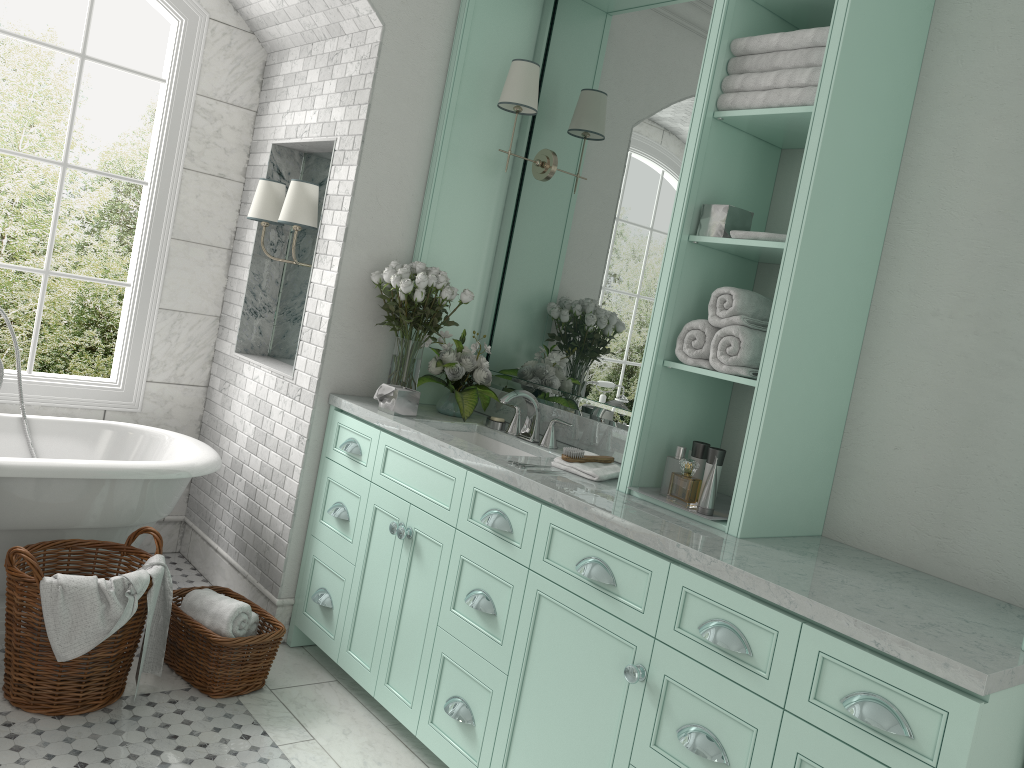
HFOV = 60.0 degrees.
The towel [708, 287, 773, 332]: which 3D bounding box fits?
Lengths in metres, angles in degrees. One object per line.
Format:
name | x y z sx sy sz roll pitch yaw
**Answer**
towel | 0.770 -0.227 2.847 0.297 0.142 0.169 7 6 -40

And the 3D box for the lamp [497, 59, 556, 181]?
lamp | 0.063 -1.180 3.990 0.308 0.487 0.184 8 4 -41

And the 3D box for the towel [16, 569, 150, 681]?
towel | -1.508 0.841 3.124 0.398 0.437 0.486 8 5 -39

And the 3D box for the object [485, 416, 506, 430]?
object | -0.071 0.171 3.843 0.079 0.035 0.134 9 5 -22

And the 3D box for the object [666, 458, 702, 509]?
object | 0.547 0.308 2.792 0.063 0.147 0.093 9 4 -35

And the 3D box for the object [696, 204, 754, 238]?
object | 0.688 -0.515 2.862 0.121 0.105 0.118 8 5 -34

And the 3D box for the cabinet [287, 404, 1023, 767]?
cabinet | 0.253 0.919 3.098 0.860 1.095 2.812 8 6 -40

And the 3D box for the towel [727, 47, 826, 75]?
towel | 1.002 -0.973 2.869 0.493 0.068 0.402 7 6 -40

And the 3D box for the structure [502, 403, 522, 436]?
structure | -0.009 0.145 3.773 0.158 0.121 0.082 14 4 34

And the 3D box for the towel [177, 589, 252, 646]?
towel | -1.159 0.921 3.461 0.322 0.211 0.149 14 4 33

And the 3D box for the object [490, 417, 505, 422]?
object | -0.062 0.153 3.824 0.051 0.022 0.077 9 5 -19

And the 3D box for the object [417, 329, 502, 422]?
object | -0.224 -0.051 3.981 0.393 0.402 0.455 8 5 -38

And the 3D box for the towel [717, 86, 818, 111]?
towel | 0.966 -0.854 2.861 0.492 0.068 0.402 7 6 -40

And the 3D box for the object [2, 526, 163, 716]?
object | -1.566 0.830 3.198 0.518 0.569 0.521 10 4 -8

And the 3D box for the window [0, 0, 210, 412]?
window | -2.437 -1.083 3.999 1.826 2.319 0.119 8 4 -40

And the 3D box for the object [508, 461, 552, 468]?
object | 0.058 0.279 3.077 0.075 0.007 0.175 15 7 42

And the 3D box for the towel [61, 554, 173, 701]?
towel | -1.512 0.856 3.202 0.460 0.468 0.383 11 4 -1

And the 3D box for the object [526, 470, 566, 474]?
object | 0.114 0.296 2.997 0.167 0.005 0.021 7 6 -35

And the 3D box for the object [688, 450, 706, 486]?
object | 0.622 0.305 2.956 0.035 0.151 0.093 9 4 -37

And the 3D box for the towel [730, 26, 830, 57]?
towel | 1.006 -1.031 2.857 0.493 0.062 0.402 7 6 -40

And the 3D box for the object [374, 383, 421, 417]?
object | -0.487 0.064 3.696 0.146 0.112 0.137 7 6 -44

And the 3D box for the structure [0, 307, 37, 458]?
structure | -2.406 0.271 3.861 0.777 1.283 0.342 9 3 -29

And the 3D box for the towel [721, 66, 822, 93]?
towel | 0.981 -0.913 2.864 0.492 0.068 0.402 7 6 -40

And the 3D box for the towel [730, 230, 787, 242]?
towel | 0.864 -0.438 2.764 0.316 0.056 0.240 6 7 -43

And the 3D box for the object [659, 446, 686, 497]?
object | 0.534 0.286 2.877 0.035 0.169 0.093 9 4 -40

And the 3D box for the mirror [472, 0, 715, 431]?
mirror | 0.434 -0.826 3.711 0.015 1.929 1.443 9 4 -40

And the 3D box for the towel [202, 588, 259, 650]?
towel | -1.165 0.955 3.605 0.314 0.185 0.164 13 4 20

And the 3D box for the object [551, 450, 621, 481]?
object | 0.272 0.292 3.186 0.238 0.056 0.318 6 7 -43

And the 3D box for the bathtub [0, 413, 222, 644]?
bathtub | -2.301 0.560 3.533 2.159 0.756 0.946 7 6 -40

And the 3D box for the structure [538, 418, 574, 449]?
structure | 0.186 0.202 3.564 0.158 0.121 0.082 14 4 34

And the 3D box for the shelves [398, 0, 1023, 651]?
shelves | 0.669 -0.683 3.101 0.463 2.119 2.824 9 5 -40

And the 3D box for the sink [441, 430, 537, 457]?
sink | -0.107 0.282 3.528 0.345 0.079 0.605 7 6 -40

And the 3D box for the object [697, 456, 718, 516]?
object | 0.609 0.310 2.715 0.049 0.179 0.050 9 4 -38

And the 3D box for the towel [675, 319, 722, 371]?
towel | 0.687 -0.121 2.904 0.310 0.162 0.154 7 5 -40

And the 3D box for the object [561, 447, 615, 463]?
object | 0.281 0.262 3.206 0.227 0.044 0.068 8 5 -31

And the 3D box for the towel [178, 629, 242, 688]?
towel | -1.180 1.067 3.489 0.312 0.162 0.153 15 5 40

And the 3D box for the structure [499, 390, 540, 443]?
structure | 0.043 0.127 3.606 0.104 0.204 0.234 14 5 39

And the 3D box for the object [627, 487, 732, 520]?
object | 0.642 0.390 2.880 0.437 0.008 0.351 7 7 -40

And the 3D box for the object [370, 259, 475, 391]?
object | -0.439 -0.209 3.861 0.390 0.652 0.358 9 4 -28

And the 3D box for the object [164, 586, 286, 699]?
object | -1.180 1.031 3.553 0.553 0.260 0.344 15 6 40

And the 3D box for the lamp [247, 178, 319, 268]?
lamp | -1.058 -0.776 4.290 0.307 0.382 0.550 8 5 -40

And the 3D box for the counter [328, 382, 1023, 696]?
counter | 0.389 0.299 3.082 0.821 0.181 2.822 7 6 -40

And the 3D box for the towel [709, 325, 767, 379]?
towel | 0.771 -0.094 2.795 0.303 0.159 0.161 7 5 -40
